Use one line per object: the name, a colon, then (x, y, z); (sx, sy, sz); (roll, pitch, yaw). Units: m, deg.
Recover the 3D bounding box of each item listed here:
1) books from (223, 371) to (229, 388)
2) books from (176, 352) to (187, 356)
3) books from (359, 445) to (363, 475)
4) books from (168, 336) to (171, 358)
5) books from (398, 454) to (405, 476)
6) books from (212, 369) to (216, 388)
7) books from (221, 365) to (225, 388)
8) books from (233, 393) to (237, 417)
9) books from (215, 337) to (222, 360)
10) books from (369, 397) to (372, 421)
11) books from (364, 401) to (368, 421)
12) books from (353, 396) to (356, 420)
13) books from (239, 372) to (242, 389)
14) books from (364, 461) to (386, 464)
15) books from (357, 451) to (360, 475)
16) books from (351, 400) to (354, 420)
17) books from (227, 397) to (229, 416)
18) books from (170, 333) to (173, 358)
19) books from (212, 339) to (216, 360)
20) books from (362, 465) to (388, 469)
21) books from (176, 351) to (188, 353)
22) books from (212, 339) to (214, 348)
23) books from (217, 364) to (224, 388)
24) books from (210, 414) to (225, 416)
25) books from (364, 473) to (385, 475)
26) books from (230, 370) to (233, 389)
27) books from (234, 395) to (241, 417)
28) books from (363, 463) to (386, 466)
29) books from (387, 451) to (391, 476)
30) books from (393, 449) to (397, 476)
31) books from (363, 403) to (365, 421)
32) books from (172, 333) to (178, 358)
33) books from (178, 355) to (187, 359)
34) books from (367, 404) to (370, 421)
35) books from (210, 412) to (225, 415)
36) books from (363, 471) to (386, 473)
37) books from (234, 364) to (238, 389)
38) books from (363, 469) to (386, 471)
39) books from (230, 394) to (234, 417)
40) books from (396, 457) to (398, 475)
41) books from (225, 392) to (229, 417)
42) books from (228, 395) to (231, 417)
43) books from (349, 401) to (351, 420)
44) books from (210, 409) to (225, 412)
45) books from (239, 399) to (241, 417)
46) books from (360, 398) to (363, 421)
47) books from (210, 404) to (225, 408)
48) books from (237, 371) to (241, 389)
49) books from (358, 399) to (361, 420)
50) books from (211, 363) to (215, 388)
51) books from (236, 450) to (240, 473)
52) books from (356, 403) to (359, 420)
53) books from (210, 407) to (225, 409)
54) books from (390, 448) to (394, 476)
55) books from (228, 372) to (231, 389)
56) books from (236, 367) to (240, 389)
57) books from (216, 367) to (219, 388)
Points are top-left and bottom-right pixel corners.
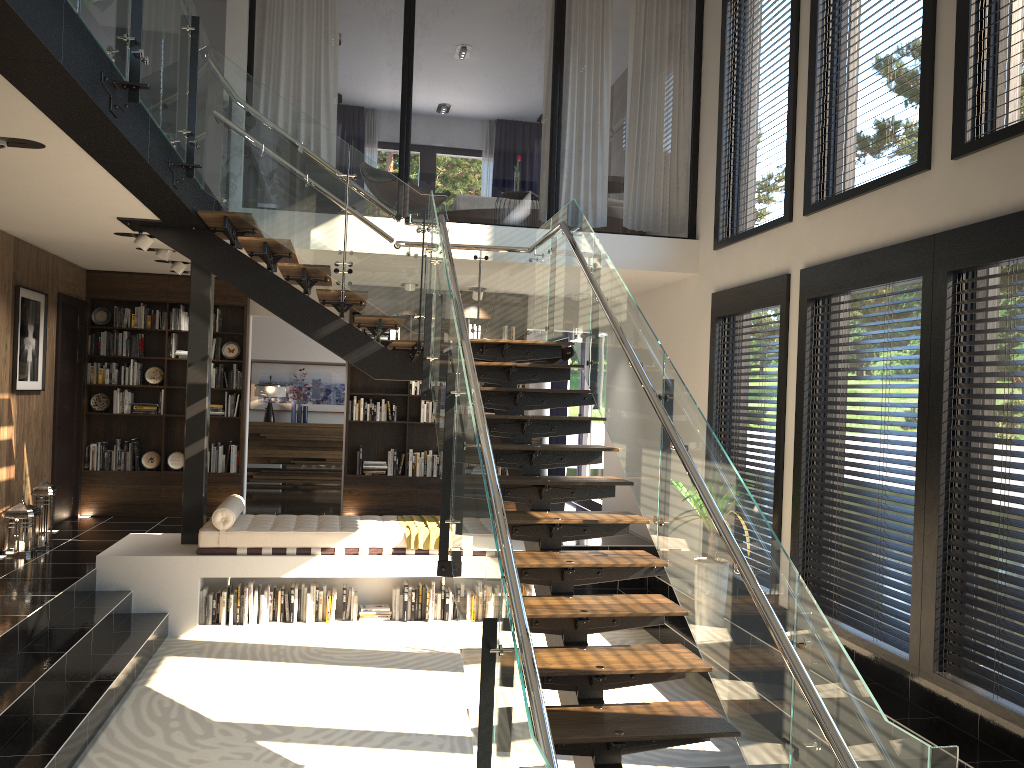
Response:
books: (-3.233, -0.048, 10.045); (0.060, 0.196, 0.119); (2, 0, -11)
books: (-3.638, -0.332, 10.013); (0.266, 0.030, 0.209); (2, -1, -10)
books: (-1.761, 0.887, 10.323); (0.028, 0.340, 0.203); (2, 0, -11)
books: (-3.842, -0.412, 9.985); (0.028, 0.242, 0.194); (2, 0, -11)
books: (-1.304, 0.947, 10.441); (0.075, 0.254, 0.181); (2, 0, -11)
books: (-3.352, -0.064, 9.996); (0.027, 0.219, 0.139); (2, 0, -11)
books: (-3.265, -0.082, 10.012); (0.016, 0.262, 0.155); (2, 0, -11)
books: (-3.140, 0.237, 10.056); (0.013, 0.267, 0.177); (2, 0, -11)
books: (-3.325, -0.397, 10.043); (0.035, 0.251, 0.196); (2, 0, -11)
books: (-1.652, 0.293, 10.354); (0.029, 0.272, 0.152); (2, 0, -11)
books: (-1.705, 0.313, 10.348); (0.028, 0.227, 0.136); (2, 0, -11)
books: (-1.829, 0.281, 10.312); (0.028, 0.282, 0.168); (2, 0, -11)
books: (-3.065, -0.041, 10.043); (0.026, 0.196, 0.170); (2, 0, -11)
books: (-1.607, 0.920, 10.385); (0.257, 0.024, 0.167); (2, -1, -11)
books: (-1.797, 0.921, 10.362); (0.025, 0.270, 0.156); (2, 0, -11)
books: (-1.864, 0.302, 10.340); (0.028, 0.237, 0.134); (2, 0, -11)
books: (-3.218, 0.256, 10.081); (0.024, 0.226, 0.141); (2, 0, -11)
books: (-3.809, -0.430, 9.965); (0.027, 0.279, 0.166); (2, 0, -11)
books: (-3.368, -0.392, 10.050); (0.047, 0.238, 0.225); (2, 0, -10)
books: (-1.608, 0.973, 10.382); (0.287, 0.030, 0.176); (2, -1, -13)
books: (-3.639, -0.357, 10.021); (0.264, 0.021, 0.189); (2, -1, -13)
books: (-3.400, -0.393, 10.026); (0.025, 0.235, 0.232); (2, 0, -11)
books: (-3.291, -0.090, 10.014); (0.037, 0.277, 0.179); (2, 0, -10)
books: (-3.393, 0.352, 10.042); (0.245, 0.021, 0.159); (2, -1, -8)
books: (-1.614, 1.050, 10.399); (0.247, 0.026, 0.148); (2, -1, -12)
books: (-3.162, -0.052, 10.029); (0.020, 0.209, 0.147); (2, 0, -11)
books: (-3.110, 0.245, 10.057); (0.047, 0.253, 0.210); (2, 0, -11)
books: (-1.610, 0.945, 10.395); (0.271, 0.025, 0.156); (2, -1, -10)
books: (-1.441, 0.927, 10.397); (0.030, 0.284, 0.177); (2, 0, -11)
books: (-1.380, 0.920, 10.422); (0.036, 0.302, 0.186); (2, 0, -11)
books: (-1.730, 0.322, 10.344); (0.022, 0.207, 0.130); (2, 0, -11)
books: (-3.789, -0.428, 9.974); (0.016, 0.278, 0.209); (2, 0, -11)
books: (-3.642, -0.300, 10.026); (0.239, 0.033, 0.176); (2, -1, -13)
books: (-1.678, 0.329, 10.345); (0.024, 0.197, 0.173); (2, 0, -11)
books: (-3.390, 0.327, 10.031); (0.271, 0.028, 0.174); (2, -1, -15)
books: (-1.610, 1.025, 10.383); (0.258, 0.024, 0.167); (2, -1, -10)
books: (-3.124, -0.085, 10.033); (0.016, 0.278, 0.202); (2, 0, -11)
books: (-1.612, 1.001, 10.396); (0.271, 0.025, 0.156); (2, -1, -10)
books: (-3.174, 0.242, 10.098); (0.038, 0.257, 0.138); (2, 0, -11)
books: (-1.356, 0.967, 10.448); (0.023, 0.212, 0.123); (2, 0, -11)
books: (-3.231, 0.228, 10.054); (0.014, 0.279, 0.202); (2, 0, -11)
books: (-3.192, 0.246, 10.052); (0.014, 0.246, 0.192); (2, 0, -11)
books: (-1.890, 0.307, 10.331); (0.025, 0.227, 0.156); (2, 0, -11)
books: (-3.391, 0.298, 10.040); (0.263, 0.030, 0.159); (2, -1, -13)
books: (-3.082, 0.272, 10.092); (0.021, 0.204, 0.169); (2, 0, -11)
books: (-1.751, 0.296, 10.326); (0.029, 0.258, 0.181); (2, 0, -11)
books: (-3.392, 0.249, 10.054); (0.239, 0.031, 0.146); (2, -1, -10)
books: (-3.091, -0.044, 10.055); (0.023, 0.200, 0.121); (2, 0, -11)
books: (-1.780, 0.301, 10.339); (0.023, 0.245, 0.159); (2, 0, -11)
books: (-3.376, -0.096, 10.002); (0.020, 0.281, 0.153); (2, 0, -11)
books: (-3.106, 0.880, 10.080); (0.029, 0.247, 0.139); (2, 0, -11)
books: (-1.803, 0.323, 10.315); (0.028, 0.199, 0.175); (2, 0, -11)
books: (-3.391, 0.274, 10.046); (0.266, 0.019, 0.157); (2, -1, -9)
books: (-1.414, 0.915, 10.420); (0.031, 0.310, 0.169); (2, 0, -11)
books: (-3.189, -0.043, 10.043); (0.026, 0.190, 0.121); (2, 0, -11)
books: (-3.112, -0.068, 10.058); (0.018, 0.246, 0.144); (2, 0, -11)
books: (-3.328, -0.073, 10.024); (0.030, 0.239, 0.146); (2, 0, -11)
